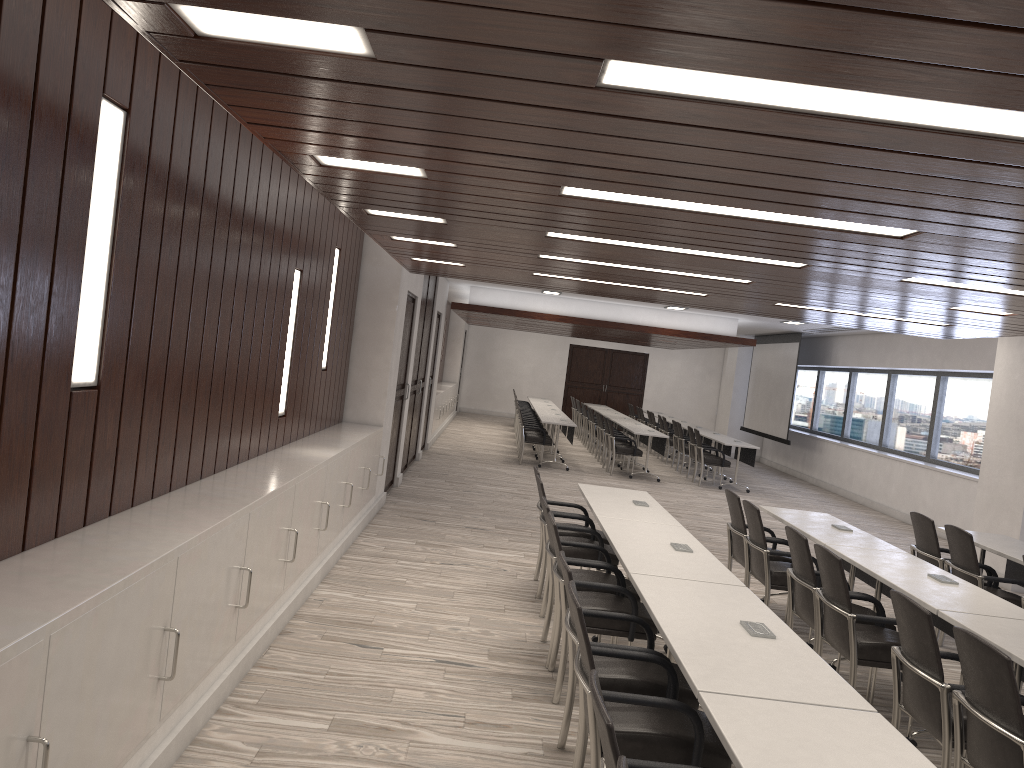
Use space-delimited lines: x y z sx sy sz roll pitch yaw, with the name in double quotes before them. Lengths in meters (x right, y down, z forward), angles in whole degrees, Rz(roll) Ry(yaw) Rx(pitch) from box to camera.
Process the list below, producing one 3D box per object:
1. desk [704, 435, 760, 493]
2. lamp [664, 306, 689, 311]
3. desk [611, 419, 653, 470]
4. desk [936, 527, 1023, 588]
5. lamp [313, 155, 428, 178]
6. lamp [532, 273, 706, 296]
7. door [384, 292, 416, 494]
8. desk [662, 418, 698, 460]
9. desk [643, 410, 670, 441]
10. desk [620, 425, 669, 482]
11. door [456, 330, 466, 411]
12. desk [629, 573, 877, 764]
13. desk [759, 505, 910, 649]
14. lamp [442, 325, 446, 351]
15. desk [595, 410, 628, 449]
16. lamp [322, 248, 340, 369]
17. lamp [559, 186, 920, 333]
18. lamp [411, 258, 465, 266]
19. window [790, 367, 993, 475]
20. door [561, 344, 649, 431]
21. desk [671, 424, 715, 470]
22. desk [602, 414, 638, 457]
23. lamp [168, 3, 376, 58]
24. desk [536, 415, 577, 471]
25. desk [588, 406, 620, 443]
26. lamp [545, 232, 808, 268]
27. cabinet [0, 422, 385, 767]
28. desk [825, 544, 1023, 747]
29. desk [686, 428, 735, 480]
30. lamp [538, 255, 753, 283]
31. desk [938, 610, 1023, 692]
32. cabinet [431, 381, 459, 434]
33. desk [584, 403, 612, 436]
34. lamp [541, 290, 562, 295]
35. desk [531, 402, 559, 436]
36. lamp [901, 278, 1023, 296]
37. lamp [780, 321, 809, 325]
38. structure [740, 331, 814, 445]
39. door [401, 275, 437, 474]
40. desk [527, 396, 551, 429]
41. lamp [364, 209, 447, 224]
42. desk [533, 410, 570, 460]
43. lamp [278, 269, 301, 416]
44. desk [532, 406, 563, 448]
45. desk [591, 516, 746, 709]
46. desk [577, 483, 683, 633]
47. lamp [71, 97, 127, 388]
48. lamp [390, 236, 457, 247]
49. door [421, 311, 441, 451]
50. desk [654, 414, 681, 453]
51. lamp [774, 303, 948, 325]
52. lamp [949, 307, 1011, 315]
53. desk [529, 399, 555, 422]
"desk" 3.710 1.362 15.230 0.577 0.795 1.509 7 2 -1
"lamp" 2.800 -1.343 15.094 0.324 0.120 0.519 7 2 -1
"desk" 2.210 1.132 16.733 0.577 0.795 1.509 7 2 -1
"desk" 3.786 1.631 6.655 0.577 0.795 1.509 7 2 -1
"lamp" -0.587 -0.933 3.704 0.464 0.045 0.236 7 2 -1
"lamp" 0.914 -0.862 7.462 1.496 0.045 0.236 7 2 -1
"door" -1.350 0.102 10.260 0.200 2.323 1.163 7 2 -1
"desk" 3.669 1.219 19.786 0.577 0.795 1.509 7 2 -1
"desk" 3.642 1.124 22.833 0.577 0.795 1.509 7 2 -1
"desk" 2.224 1.180 15.211 0.577 0.795 1.509 7 2 -1
"door" -1.477 -0.348 24.605 0.200 2.323 1.163 7 2 -1
"desk" 0.819 1.360 3.570 0.577 0.795 1.509 7 2 -1
"desk" 2.300 1.449 6.636 0.577 0.795 1.509 7 2 -1
"lamp" -1.753 -1.109 22.104 0.094 1.058 0.236 7 2 -1
"desk" 2.184 1.037 19.767 0.577 0.795 1.509 7 2 -1
"lamp" -1.625 -0.657 7.695 0.094 1.058 0.236 7 2 -1
"lamp" 3.511 -0.875 9.972 1.469 0.552 14.295 8 2 22
"lamp" -0.620 -1.051 7.442 0.464 0.045 0.236 7 2 -1
"window" 6.572 0.463 15.491 0.118 1.419 10.452 7 2 -1
"door" 2.691 0.128 25.815 2.329 2.323 0.200 7 2 -1
"desk" 3.683 1.267 18.264 0.577 0.795 1.509 7 2 -1
"desk" 2.197 1.085 18.245 0.577 0.795 1.509 7 2 -1
"lamp" -0.574 -0.885 2.165 0.464 0.045 0.236 7 2 -1
"desk" 0.716 0.995 15.191 0.577 0.795 1.509 7 2 -1
"desk" 2.170 0.989 21.292 0.577 0.795 1.509 7 2 -1
"lamp" 0.935 -0.787 5.043 1.496 0.045 0.236 7 2 -1
"cabinet" -1.484 0.875 5.201 0.476 0.698 7.540 7 2 -1
"desk" 2.313 1.497 5.114 0.577 0.795 1.509 7 2 -1
"desk" 3.696 1.314 16.752 0.577 0.795 1.509 7 2 -1
"lamp" 0.925 -0.821 6.142 1.496 0.045 0.236 7 2 -1
"desk" 2.327 1.545 3.590 0.577 0.795 1.509 7 2 -1
"cabinet" -1.612 0.422 19.627 0.476 0.698 7.540 7 2 -1
"desk" 2.157 0.941 22.814 0.577 0.795 1.509 7 2 -1
"lamp" 0.678 -1.603 15.067 0.324 0.120 0.519 7 2 -1
"desk" 0.676 0.852 19.748 0.577 0.795 1.509 7 2 -1
"lamp" 2.980 -0.536 5.069 1.496 0.045 0.236 7 2 -1
"lamp" 4.816 -1.095 15.120 0.324 0.120 0.519 7 2 -1
"structure" 5.519 -0.021 18.973 0.438 2.329 3.550 7 2 -1
"door" -1.335 -0.246 12.388 0.200 2.889 2.327 7 2 -1
"desk" 0.649 0.756 22.795 0.577 0.795 1.509 7 2 -1
"lamp" -0.599 -0.975 5.023 0.464 0.045 0.236 7 2 -1
"desk" 0.703 0.947 16.713 0.577 0.795 1.509 7 2 -1
"lamp" -1.652 -0.300 6.385 0.094 1.058 0.236 7 2 -1
"desk" 0.689 0.900 18.226 0.577 0.795 1.509 7 2 -1
"desk" 0.806 1.312 5.095 0.577 0.795 1.509 7 2 -1
"desk" 0.792 1.264 6.617 0.577 0.795 1.509 7 2 -1
"lamp" -1.586 -0.519 3.297 0.094 1.058 0.236 7 2 -1
"lamp" -0.609 -1.009 6.123 0.464 0.045 0.236 7 2 -1
"door" -1.388 -0.032 14.529 0.200 2.323 1.163 7 2 -1
"desk" 3.656 1.171 21.311 0.577 0.795 1.509 7 2 -1
"lamp" 2.959 -0.612 7.488 1.496 0.045 0.236 7 2 -1
"lamp" 3.271 -0.533 6.172 0.421 0.046 0.236 7 2 -1
"desk" 0.662 0.804 21.273 0.577 0.795 1.509 7 2 -1
